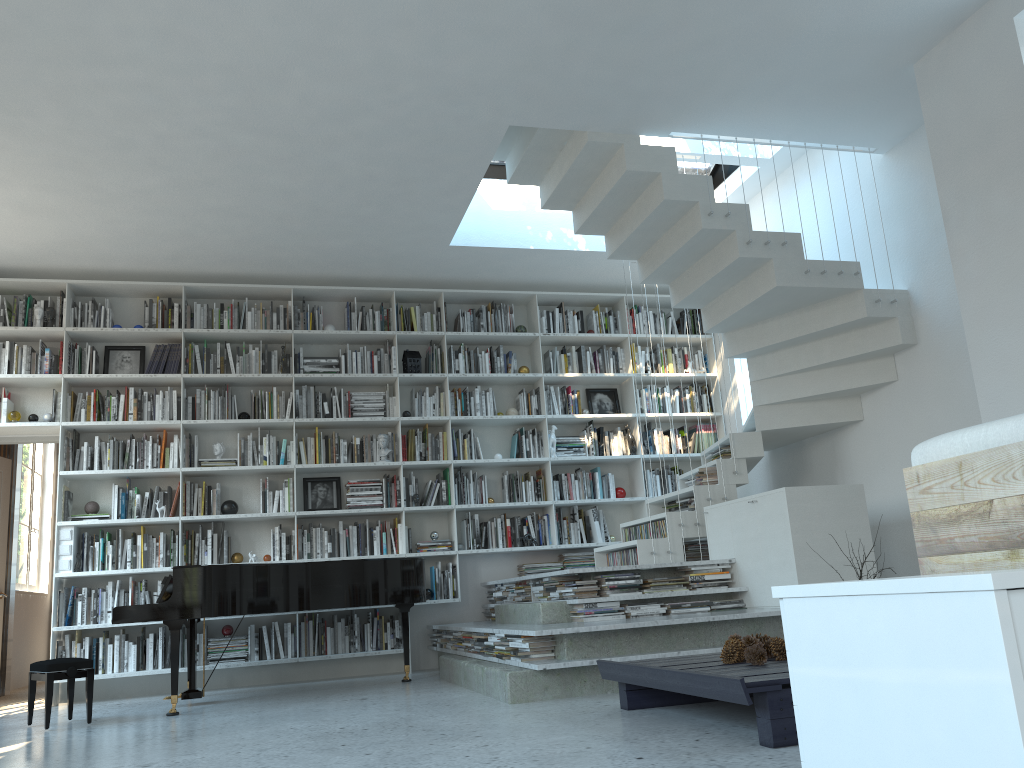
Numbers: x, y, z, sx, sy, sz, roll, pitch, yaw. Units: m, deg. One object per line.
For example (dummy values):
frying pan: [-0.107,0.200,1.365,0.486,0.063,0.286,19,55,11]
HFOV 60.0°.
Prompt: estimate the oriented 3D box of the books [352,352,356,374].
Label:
books: [-1.332,-0.138,7.447,0.027,0.216,0.190,0,-14,-16]

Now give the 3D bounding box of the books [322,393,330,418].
books: [-1.535,0.208,7.302,0.066,0.236,0.154,0,-14,-16]

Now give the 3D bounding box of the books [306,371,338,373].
books: [-1.588,-0.083,7.371,0.254,0.012,0.161,1,-14,-19]

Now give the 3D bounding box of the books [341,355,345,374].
books: [-1.420,-0.124,7.417,0.025,0.187,0.194,0,-14,-16]

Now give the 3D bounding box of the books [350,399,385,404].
books: [-1.213,0.154,7.421,0.285,0.012,0.160,0,-14,-17]

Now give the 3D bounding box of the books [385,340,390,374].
books: [-1.062,-0.195,7.543,0.012,0.333,0.156,0,-14,-16]

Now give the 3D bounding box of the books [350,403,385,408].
books: [-1.209,0.188,7.409,0.285,0.012,0.160,-1,-14,-13]

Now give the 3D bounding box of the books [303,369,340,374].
books: [-1.589,-0.095,7.373,0.285,0.012,0.160,1,-14,-19]

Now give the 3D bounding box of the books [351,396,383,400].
books: [-1.215,0.128,7.425,0.254,0.012,0.161,-1,-14,-14]

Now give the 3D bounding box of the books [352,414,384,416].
books: [-1.205,0.272,7.396,0.254,0.012,0.161,0,-14,-16]

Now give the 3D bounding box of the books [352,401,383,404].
books: [-1.212,0.165,7.416,0.254,0.012,0.161,-1,-14,-14]

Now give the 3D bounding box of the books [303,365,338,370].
books: [-1.588,-0.125,7.376,0.285,0.024,0.160,-2,-14,-11]

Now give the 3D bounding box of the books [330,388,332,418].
books: [-1.497,0.188,7.332,0.022,0.284,0.131,0,-14,-16]

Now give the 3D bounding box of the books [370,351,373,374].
books: [-1.194,-0.144,7.493,0.010,0.229,0.152,0,-14,-16]

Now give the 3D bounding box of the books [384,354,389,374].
books: [-1.074,-0.134,7.514,0.029,0.202,0.192,0,-14,-16]

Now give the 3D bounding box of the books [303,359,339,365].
books: [-1.593,-0.171,7.393,0.285,0.024,0.160,-1,-14,-14]

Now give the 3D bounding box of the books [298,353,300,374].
books: [-1.762,-0.135,7.334,0.013,0.218,0.141,0,-14,-16]

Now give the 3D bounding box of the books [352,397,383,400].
books: [-1.212,0.140,7.416,0.254,0.012,0.161,-2,-14,-11]

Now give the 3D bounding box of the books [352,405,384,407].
books: [-1.210,0.201,7.410,0.254,0.012,0.161,-1,-14,-15]

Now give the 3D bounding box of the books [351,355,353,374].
books: [-1.353,-0.129,7.454,0.011,0.203,0.133,0,-14,-16]

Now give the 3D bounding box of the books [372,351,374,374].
books: [-1.182,-0.146,7.490,0.012,0.230,0.159,0,-14,-16]

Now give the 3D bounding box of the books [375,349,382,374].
books: [-1.133,-0.156,7.501,0.032,0.247,0.174,0,-14,-16]

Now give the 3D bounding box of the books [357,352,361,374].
books: [-1.295,-0.139,7.461,0.028,0.218,0.184,0,-14,-16]

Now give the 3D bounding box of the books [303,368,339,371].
books: [-1.590,-0.106,7.378,0.285,0.012,0.160,0,-14,-18]

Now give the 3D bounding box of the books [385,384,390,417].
books: [-1.049,0.169,7.463,0.012,0.318,0.140,0,-14,-16]

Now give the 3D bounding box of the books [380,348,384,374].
books: [-1.108,-0.159,7.526,0.029,0.261,0.133,0,-14,-16]

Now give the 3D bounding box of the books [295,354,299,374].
books: [-1.777,-0.130,7.315,0.027,0.201,0.168,0,-14,-16]

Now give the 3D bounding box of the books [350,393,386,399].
books: [-1.214,0.103,7.424,0.285,0.012,0.160,1,-15,-21]

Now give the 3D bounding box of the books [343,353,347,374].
books: [-1.405,-0.135,7.455,0.024,0.223,0.129,0,-14,-16]

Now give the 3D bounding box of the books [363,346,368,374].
books: [-1.244,-0.164,7.480,0.023,0.269,0.185,0,-14,-16]

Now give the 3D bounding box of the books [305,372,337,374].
books: [-1.586,-0.072,7.364,0.254,0.012,0.161,-2,-14,-11]

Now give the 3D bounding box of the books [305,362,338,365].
books: [-1.591,-0.148,7.384,0.254,0.025,0.161,1,-14,-20]

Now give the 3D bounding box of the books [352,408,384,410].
books: [-1.207,0.224,7.403,0.254,0.012,0.161,0,-14,-18]

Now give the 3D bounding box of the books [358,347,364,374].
books: [-1.274,-0.161,7.493,0.029,0.273,0.141,0,-14,-16]

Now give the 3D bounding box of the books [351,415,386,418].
books: [-1.203,0.283,7.392,0.285,0.012,0.160,-1,-14,-15]

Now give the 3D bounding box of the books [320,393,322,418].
books: [-1.574,0.209,7.298,0.011,0.239,0.148,0,-14,-16]

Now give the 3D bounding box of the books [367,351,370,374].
books: [-1.218,-0.144,7.473,0.023,0.222,0.191,0,-14,-16]

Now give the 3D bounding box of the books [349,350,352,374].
books: [-1.367,-0.148,7.442,0.021,0.237,0.172,0,-14,-16]

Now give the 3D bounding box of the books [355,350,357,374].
books: [-1.317,-0.149,7.467,0.012,0.244,0.132,0,-14,-16]

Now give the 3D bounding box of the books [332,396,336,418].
books: [-1.471,0.219,7.324,0.024,0.216,0.148,0,-14,-16]

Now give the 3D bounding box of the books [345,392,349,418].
books: [-1.370,0.204,7.352,0.015,0.244,0.183,0,-14,-16]

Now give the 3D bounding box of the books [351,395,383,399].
books: [-1.217,0.117,7.432,0.254,0.012,0.161,0,-14,-16]

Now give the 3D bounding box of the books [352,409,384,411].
books: [-1.206,0.236,7.400,0.254,0.012,0.161,-1,-14,-14]

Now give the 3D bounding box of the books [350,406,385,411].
books: [-1.209,0.213,7.408,0.285,0.012,0.160,-1,-14,-15]

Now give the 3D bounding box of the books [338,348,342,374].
books: [-1.441,-0.155,7.424,0.012,0.253,0.161,0,-14,-16]

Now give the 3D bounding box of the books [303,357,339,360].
books: [-1.596,-0.193,7.403,0.285,0.024,0.160,0,-14,-16]

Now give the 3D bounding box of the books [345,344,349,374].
books: [-1.380,-0.174,7.428,0.011,0.283,0.190,0,-14,-16]

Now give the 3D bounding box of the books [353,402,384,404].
books: [-1.210,0.176,7.412,0.254,0.012,0.161,1,-14,-19]

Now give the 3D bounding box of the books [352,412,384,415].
books: [-1.205,0.260,7.397,0.254,0.012,0.161,0,-14,-17]

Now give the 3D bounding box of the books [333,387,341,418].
books: [-1.448,0.184,7.343,0.049,0.290,0.162,0,-14,-16]

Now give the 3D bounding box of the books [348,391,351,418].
books: [-1.353,0.200,7.344,0.013,0.246,0.177,0,-14,-16]

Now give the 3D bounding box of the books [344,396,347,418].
books: [-1.390,0.220,7.351,0.024,0.215,0.132,0,-14,-16]

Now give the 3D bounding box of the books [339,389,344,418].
books: [-1.409,0.191,7.337,0.021,0.268,0.192,0,-14,-16]

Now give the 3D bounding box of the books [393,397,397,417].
books: [-0.997,0.225,7.466,0.030,0.204,0.159,0,-14,-16]

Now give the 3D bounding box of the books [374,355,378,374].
books: [-1.160,-0.127,7.487,0.029,0.188,0.176,0,-14,-16]

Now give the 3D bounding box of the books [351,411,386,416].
books: [-1.205,0.247,7.395,0.285,0.012,0.160,1,-14,-19]

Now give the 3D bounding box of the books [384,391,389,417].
books: [-1.054,0.197,7.437,0.012,0.253,0.161,0,-14,-16]

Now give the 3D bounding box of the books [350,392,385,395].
books: [-1.217,0.093,7.433,0.285,0.012,0.160,-1,-14,-14]

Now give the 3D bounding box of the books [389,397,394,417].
books: [-1.024,0.227,7.452,0.029,0.198,0.172,0,-14,-16]
